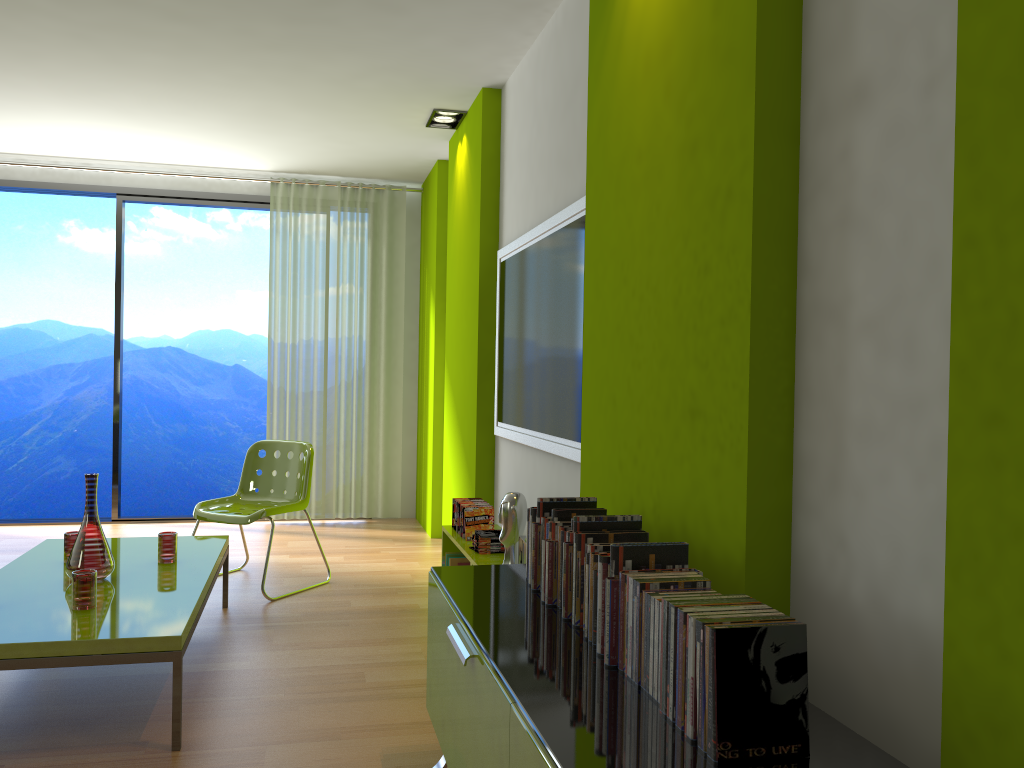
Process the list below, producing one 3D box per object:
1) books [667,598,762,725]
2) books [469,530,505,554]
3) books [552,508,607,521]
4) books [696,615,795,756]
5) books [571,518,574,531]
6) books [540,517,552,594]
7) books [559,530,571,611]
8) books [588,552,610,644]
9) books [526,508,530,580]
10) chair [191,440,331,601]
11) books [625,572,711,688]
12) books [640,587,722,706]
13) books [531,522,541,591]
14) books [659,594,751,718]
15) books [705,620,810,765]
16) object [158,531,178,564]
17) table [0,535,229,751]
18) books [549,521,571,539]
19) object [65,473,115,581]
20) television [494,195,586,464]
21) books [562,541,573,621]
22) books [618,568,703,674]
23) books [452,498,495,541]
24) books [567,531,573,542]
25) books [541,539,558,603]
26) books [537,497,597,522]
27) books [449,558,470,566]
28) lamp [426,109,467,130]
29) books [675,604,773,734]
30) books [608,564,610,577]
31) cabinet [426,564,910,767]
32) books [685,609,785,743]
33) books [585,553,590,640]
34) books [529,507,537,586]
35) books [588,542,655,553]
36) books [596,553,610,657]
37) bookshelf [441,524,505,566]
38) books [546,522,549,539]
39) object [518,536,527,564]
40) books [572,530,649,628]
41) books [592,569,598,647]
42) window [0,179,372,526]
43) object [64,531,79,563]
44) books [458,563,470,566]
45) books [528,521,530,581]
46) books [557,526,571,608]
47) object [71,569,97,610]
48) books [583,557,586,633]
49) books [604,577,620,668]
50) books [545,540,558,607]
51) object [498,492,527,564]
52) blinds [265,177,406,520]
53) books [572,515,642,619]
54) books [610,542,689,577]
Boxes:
[{"bbox_3d":[0.334,0.461,1.465,0.154,0.200,0.031,1,1,-13],"label":"books"},{"bbox_3d":[-0.094,0.688,3.876,0.164,0.078,0.172,1,1,-15],"label":"books"},{"bbox_3d":[0.171,0.436,2.289,0.144,0.227,0.025,1,1,-13],"label":"books"},{"bbox_3d":[0.359,0.461,1.357,0.154,0.202,0.048,1,1,-13],"label":"books"},{"bbox_3d":[0.210,0.437,2.129,0.144,0.229,0.025,1,1,-13],"label":"books"},{"bbox_3d":[0.154,0.448,2.315,0.163,0.201,0.032,1,1,-13],"label":"books"},{"bbox_3d":[0.195,0.453,2.149,0.163,0.198,0.018,1,1,-13],"label":"books"},{"bbox_3d":[0.242,0.457,1.892,0.161,0.196,0.030,1,1,-13],"label":"books"},{"bbox_3d":[0.119,0.446,2.465,0.163,0.201,0.025,1,1,-13],"label":"books"},{"bbox_3d":[-1.372,0.696,4.742,0.640,0.759,0.546,1,1,25],"label":"chair"},{"bbox_3d":[0.290,0.459,1.654,0.140,0.197,0.069,1,1,-13],"label":"books"},{"bbox_3d":[0.309,0.467,1.565,0.131,0.185,0.112,1,1,-13],"label":"books"},{"bbox_3d":[0.140,0.457,2.340,0.180,0.183,0.025,1,1,-13],"label":"books"},{"bbox_3d":[0.327,0.460,1.495,0.154,0.200,0.031,1,1,-13],"label":"books"},{"bbox_3d":[0.366,0.461,1.327,0.154,0.202,0.048,1,1,-13],"label":"books"},{"bbox_3d":[-1.425,0.678,3.670,0.076,0.122,0.075,1,1,21],"label":"object"},{"bbox_3d":[-1.575,0.909,3.380,0.810,0.349,1.682,1,1,-13],"label":"table"},{"bbox_3d":[0.170,0.449,2.246,0.163,0.201,0.025,1,1,-13],"label":"books"},{"bbox_3d":[-1.581,0.537,3.329,0.168,0.400,0.168,1,1,-27],"label":"object"},{"bbox_3d":[0.104,-0.199,3.766,0.028,0.941,1.537,1,1,-13],"label":"television"},{"bbox_3d":[0.205,0.460,2.069,0.180,0.185,0.025,1,1,-13],"label":"books"},{"bbox_3d":[0.284,0.460,1.712,0.161,0.196,0.038,1,1,-13],"label":"books"},{"bbox_3d":[-0.186,0.649,4.273,0.147,0.150,0.370,1,1,-13],"label":"books"},{"bbox_3d":[0.207,0.450,2.099,0.163,0.204,0.033,1,1,-13],"label":"books"},{"bbox_3d":[0.165,0.469,2.219,0.185,0.162,0.025,1,1,-13],"label":"books"},{"bbox_3d":[0.144,0.426,2.362,0.163,0.246,0.017,1,1,-13],"label":"books"},{"bbox_3d":[-0.232,0.970,4.424,0.158,0.202,0.051,1,1,-13],"label":"books"},{"bbox_3d":[-0.384,-1.603,5.172,0.192,0.131,0.352,1,1,-13],"label":"lamp"},{"bbox_3d":[0.342,0.461,1.431,0.154,0.200,0.031,1,1,-13],"label":"books"},{"bbox_3d":[0.268,0.459,1.787,0.159,0.196,0.016,1,1,-13],"label":"books"},{"bbox_3d":[0.363,0.854,0.995,0.547,0.593,3.384,1,1,-13],"label":"cabinet"},{"bbox_3d":[0.350,0.461,1.396,0.154,0.200,0.031,1,1,-13],"label":"books"},{"bbox_3d":[0.236,0.460,1.917,0.161,0.191,0.021,1,1,-13],"label":"books"},{"bbox_3d":[0.131,0.440,2.397,0.172,0.215,0.030,1,1,-13],"label":"books"},{"bbox_3d":[0.243,0.452,1.944,0.163,0.204,0.025,1,1,-13],"label":"books"},{"bbox_3d":[0.256,0.452,1.811,0.170,0.209,0.036,1,1,-13],"label":"books"},{"bbox_3d":[-0.024,0.918,3.734,0.306,0.378,1.630,1,1,-13],"label":"bookshelf"},{"bbox_3d":[0.166,0.452,2.267,0.163,0.196,0.018,1,1,-13],"label":"books"},{"bbox_3d":[0.063,0.654,3.199,0.047,0.176,0.340,1,0,-8],"label":"object"},{"bbox_3d":[0.222,0.445,2.012,0.172,0.217,0.031,1,1,-13],"label":"books"},{"bbox_3d":[0.247,0.473,1.868,0.161,0.166,0.020,1,1,-13],"label":"books"},{"bbox_3d":[-2.726,-0.198,6.675,3.336,2.498,0.219,1,1,-13],"label":"window"},{"bbox_3d":[-1.798,0.671,3.641,0.076,0.122,0.075,1,1,21],"label":"object"},{"bbox_3d":[-0.217,0.980,4.405,0.105,0.182,0.031,1,1,-13],"label":"books"},{"bbox_3d":[0.124,0.462,2.445,0.163,0.171,0.017,1,1,-13],"label":"books"},{"bbox_3d":[0.190,0.450,2.170,0.163,0.204,0.025,1,1,-13],"label":"books"},{"bbox_3d":[-1.419,0.684,2.943,0.075,0.122,0.076,2,1,42],"label":"object"},{"bbox_3d":[0.237,0.468,1.965,0.163,0.173,0.017,1,1,-13],"label":"books"},{"bbox_3d":[0.268,0.468,1.743,0.178,0.177,0.030,1,1,-13],"label":"books"},{"bbox_3d":[0.173,0.469,2.192,0.185,0.164,0.025,1,1,-13],"label":"books"},{"bbox_3d":[0.007,0.588,3.570,0.107,0.305,0.107,2,1,43],"label":"object"},{"bbox_3d":[-1.338,-0.256,6.767,1.012,2.568,0.067,1,1,-13],"label":"blinds"},{"bbox_3d":[0.218,0.429,2.050,0.163,0.248,0.017,1,1,-13],"label":"books"},{"bbox_3d":[0.271,0.438,1.769,0.161,0.239,0.020,1,1,-13],"label":"books"}]
